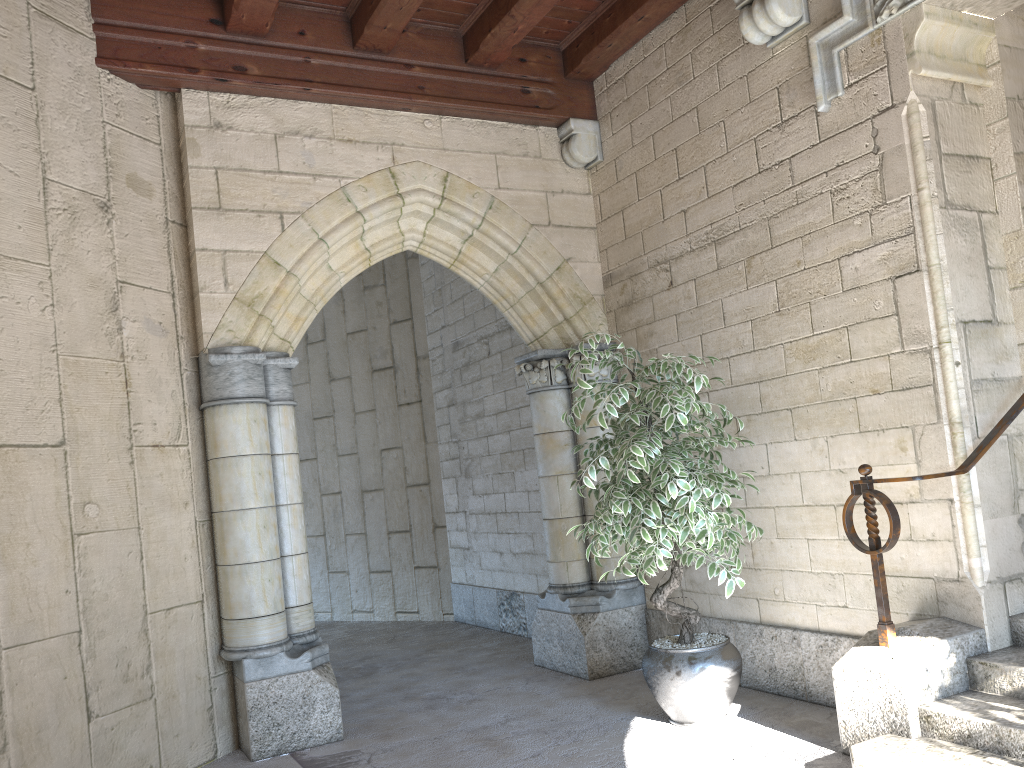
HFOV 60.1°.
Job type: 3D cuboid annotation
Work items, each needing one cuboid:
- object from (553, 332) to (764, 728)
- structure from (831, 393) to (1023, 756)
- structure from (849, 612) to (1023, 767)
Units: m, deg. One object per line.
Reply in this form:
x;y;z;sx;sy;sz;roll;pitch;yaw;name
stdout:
0.612;0.573;3.595;0.787;1.613;0.753;-6;-4;3;object
1.568;0.595;3.082;0.886;1.258;0.479;-4;-4;-28;structure
2.408;0.694;2.717;2.570;0.807;1.468;-3;-6;-28;structure
